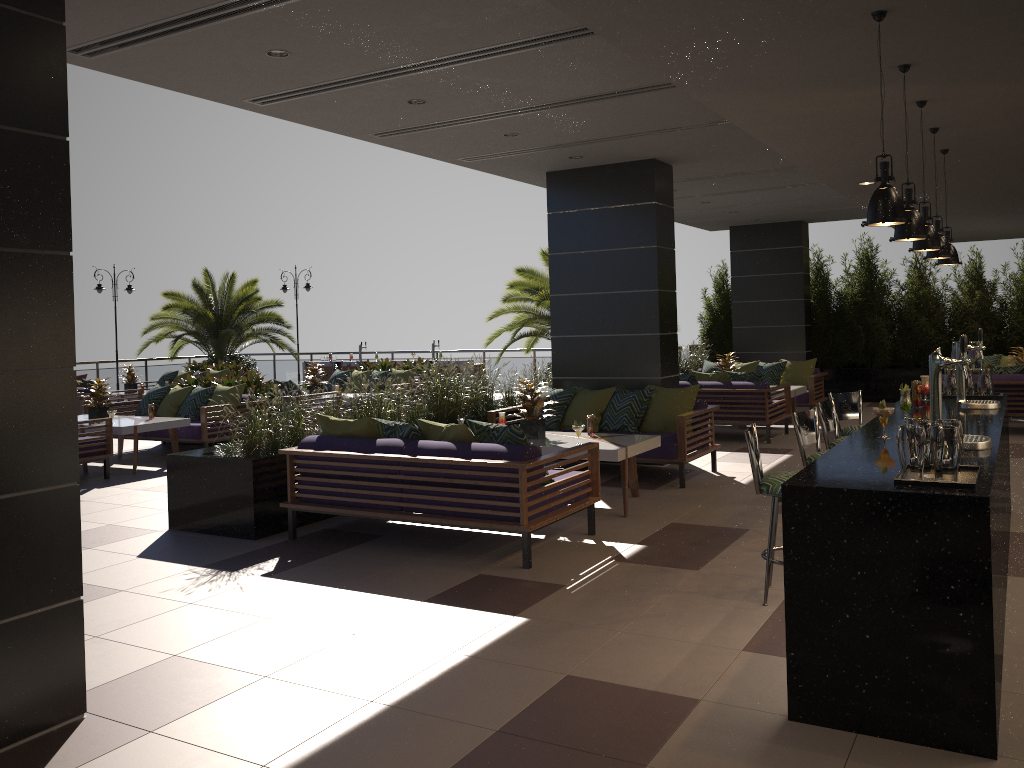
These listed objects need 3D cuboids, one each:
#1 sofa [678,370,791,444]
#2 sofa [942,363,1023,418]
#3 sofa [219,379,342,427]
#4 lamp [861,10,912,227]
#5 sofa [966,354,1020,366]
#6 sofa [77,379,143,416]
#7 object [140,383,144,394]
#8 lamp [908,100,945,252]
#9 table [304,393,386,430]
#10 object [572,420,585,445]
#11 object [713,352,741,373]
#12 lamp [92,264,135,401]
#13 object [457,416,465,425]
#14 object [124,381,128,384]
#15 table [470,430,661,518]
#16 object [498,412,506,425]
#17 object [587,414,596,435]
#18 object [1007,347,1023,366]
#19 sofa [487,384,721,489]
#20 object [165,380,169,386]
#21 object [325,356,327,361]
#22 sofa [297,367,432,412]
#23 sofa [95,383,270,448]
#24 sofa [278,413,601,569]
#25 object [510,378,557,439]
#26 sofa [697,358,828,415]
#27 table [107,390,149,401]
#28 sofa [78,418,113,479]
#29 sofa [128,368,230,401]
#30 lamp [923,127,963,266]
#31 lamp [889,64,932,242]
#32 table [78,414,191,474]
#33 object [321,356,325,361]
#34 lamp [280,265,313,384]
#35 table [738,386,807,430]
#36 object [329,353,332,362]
[{"bbox_3d":[2.548,0.241,11.908,2.125,0.919,1.121,0,3,30],"label":"sofa"},{"bbox_3d":[6.635,0.151,11.383,2.125,0.919,1.121,0,3,30],"label":"sofa"},{"bbox_3d":[-3.693,0.351,13.161,2.125,0.919,1.121,0,3,30],"label":"sofa"},{"bbox_3d":[1.506,-1.076,3.592,0.163,0.864,0.163,-2,0,-17],"label":"lamp"},{"bbox_3d":[7.917,-0.028,13.607,2.125,0.919,1.121,0,3,30],"label":"sofa"},{"bbox_3d":[-7.572,0.328,15.398,2.125,0.919,1.121,0,3,30],"label":"sofa"},{"bbox_3d":[-6.606,0.083,15.821,0.067,0.189,0.084,-2,1,-30],"label":"object"},{"bbox_3d":[2.377,-1.197,5.103,0.163,0.864,0.163,-2,0,-17],"label":"lamp"},{"bbox_3d":[-3.113,0.454,14.141,2.036,0.553,0.943,0,3,30],"label":"table"},{"bbox_3d":[0.550,0.398,7.311,0.106,0.197,0.105,-2,1,-32],"label":"object"},{"bbox_3d":[3.184,-0.207,13.047,0.425,0.526,0.430,-3,2,-43],"label":"object"},{"bbox_3d":[-9.307,-1.167,20.819,0.264,3.327,1.123,-2,0,30],"label":"lamp"},{"bbox_3d":[-0.452,0.387,7.860,0.069,0.211,0.069,-2,0,13],"label":"object"},{"bbox_3d":[-7.374,0.031,16.949,0.106,0.197,0.105,-2,1,-27],"label":"object"},{"bbox_3d":[0.187,0.753,7.813,2.036,0.553,0.943,0,3,30],"label":"table"},{"bbox_3d":[-0.092,0.359,8.375,0.069,0.181,0.069,-2,1,13],"label":"object"},{"bbox_3d":[0.705,0.362,7.874,0.067,0.189,0.084,-2,1,-35],"label":"object"},{"bbox_3d":[7.221,-0.294,12.482,0.425,0.526,0.430,-3,2,-43],"label":"object"},{"bbox_3d":[0.933,0.467,9.106,2.125,0.919,1.121,0,3,30],"label":"sofa"},{"bbox_3d":[-6.395,0.028,16.413,0.069,0.211,0.069,-2,0,18],"label":"object"},{"bbox_3d":[-4.320,-0.541,20.567,0.105,0.209,0.105,-2,1,5],"label":"object"},{"bbox_3d":[-2.534,0.190,15.162,2.125,0.919,1.121,0,3,30],"label":"sofa"},{"bbox_3d":[-4.420,0.457,11.841,2.125,0.919,1.121,0,3,30],"label":"sofa"},{"bbox_3d":[-0.538,0.672,6.552,2.125,0.919,1.121,0,3,30],"label":"sofa"},{"bbox_3d":[0.166,0.215,7.804,0.430,0.526,0.425,0,2,42],"label":"object"},{"bbox_3d":[3.830,0.062,14.132,2.125,0.919,1.121,0,3,30],"label":"sofa"},{"bbox_3d":[-6.983,0.431,16.372,2.036,0.553,0.943,0,3,30],"label":"table"},{"bbox_3d":[-5.585,0.618,9.844,2.125,0.919,1.121,0,3,30],"label":"sofa"},{"bbox_3d":[-6.406,0.167,17.395,2.125,0.919,1.121,0,3,30],"label":"sofa"},{"bbox_3d":[3.027,-1.288,6.231,0.192,0.864,1.083,-2,2,30],"label":"lamp"},{"bbox_3d":[1.949,-1.138,4.360,0.163,0.864,0.163,-2,0,-17],"label":"lamp"},{"bbox_3d":[-5.012,0.720,10.845,2.036,0.553,0.943,0,3,30],"label":"table"},{"bbox_3d":[-4.371,-0.533,20.464,0.105,0.209,0.105,-2,1,5],"label":"object"},{"bbox_3d":[-5.530,-1.408,22.826,1.121,3.327,0.264,-1,0,30],"label":"lamp"},{"bbox_3d":[3.201,0.332,13.045,2.036,0.553,0.943,0,3,30],"label":"table"},{"bbox_3d":[-4.076,-0.597,19.890,0.067,0.189,0.084,-2,1,-35],"label":"object"}]
